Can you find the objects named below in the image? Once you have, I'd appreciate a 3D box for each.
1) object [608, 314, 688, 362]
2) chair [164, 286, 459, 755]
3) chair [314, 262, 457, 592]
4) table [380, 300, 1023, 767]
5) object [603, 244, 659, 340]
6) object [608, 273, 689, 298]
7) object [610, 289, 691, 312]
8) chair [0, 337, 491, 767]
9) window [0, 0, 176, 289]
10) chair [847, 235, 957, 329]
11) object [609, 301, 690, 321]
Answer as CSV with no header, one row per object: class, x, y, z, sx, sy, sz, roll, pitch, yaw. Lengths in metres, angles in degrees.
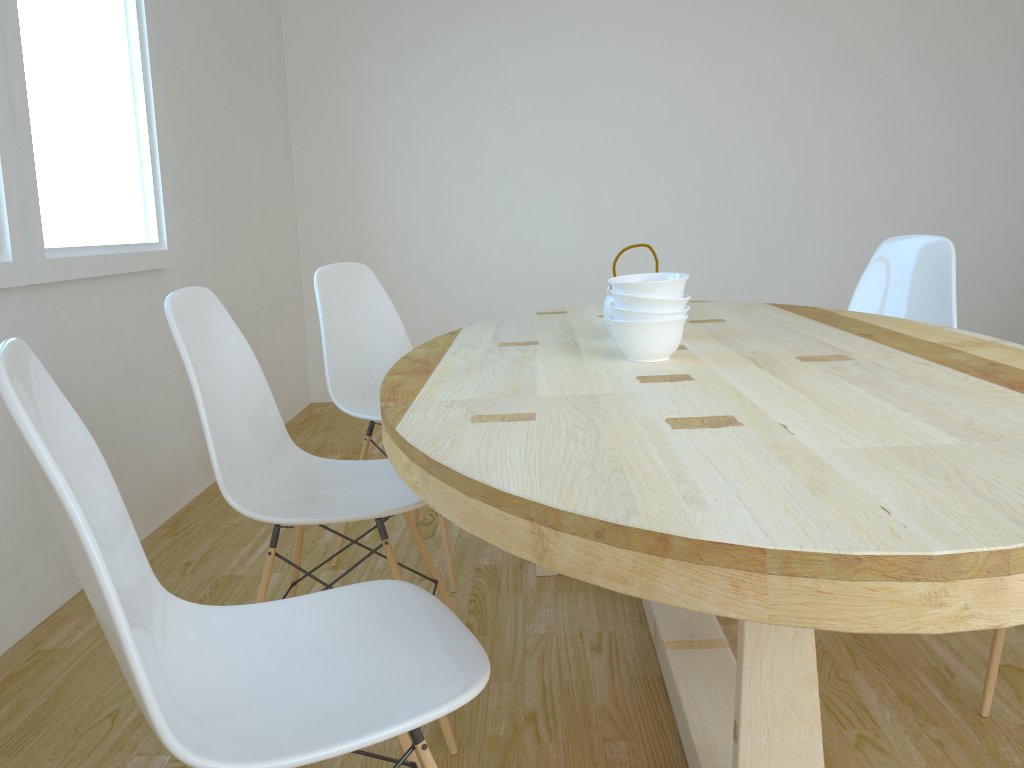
object,0.259,-0.088,1.682,0.152,0.082,0.153,5,13,40
chair,-0.382,0.235,1.842,0.523,0.894,0.433,-3,7,2
chair,-0.294,0.078,2.683,0.523,0.894,0.433,2,9,32
table,0.375,0.289,1.817,1.193,0.719,2.210,-3,10,0
object,0.290,-0.205,1.961,0.177,0.210,0.148,-3,8,1
object,0.258,-0.161,1.669,0.152,0.086,0.153,3,11,30
object,0.263,-0.134,1.673,0.150,0.095,0.153,0,10,18
chair,-0.279,0.367,1.090,0.524,0.894,0.432,-6,8,-23
window,-0.097,-0.852,2.213,2.548,2.038,1.896,-3,8,2
chair,1.033,0.021,2.632,0.525,0.894,0.432,-7,9,-28
object,0.261,-0.110,1.677,0.151,0.092,0.153,5,12,40
